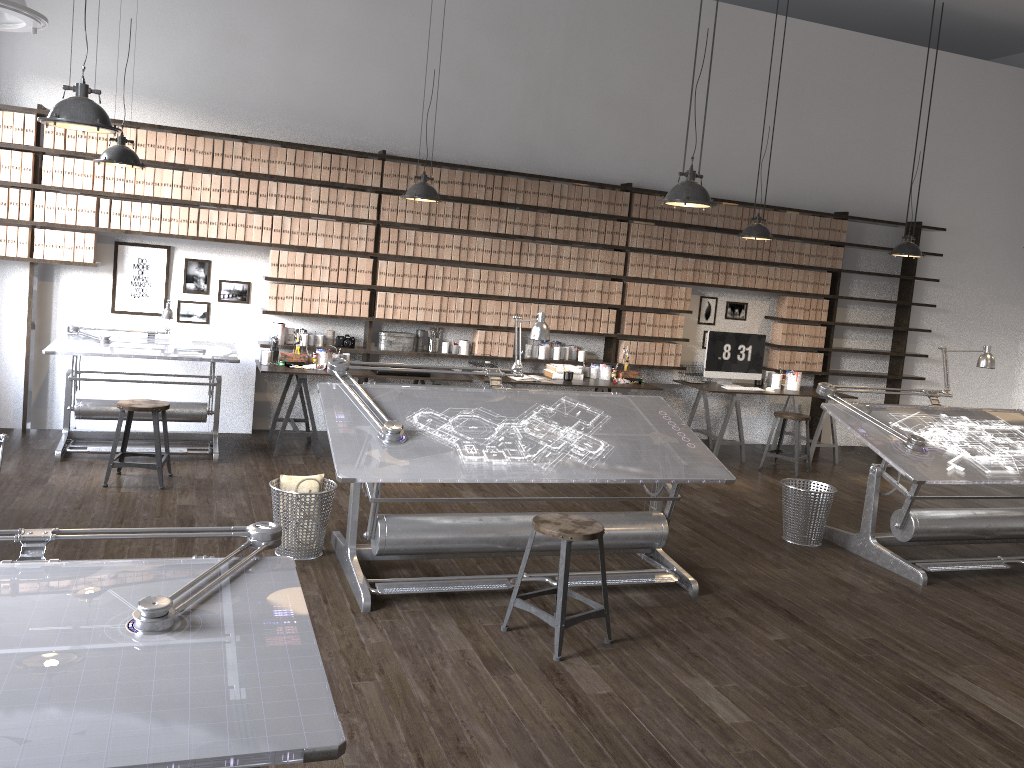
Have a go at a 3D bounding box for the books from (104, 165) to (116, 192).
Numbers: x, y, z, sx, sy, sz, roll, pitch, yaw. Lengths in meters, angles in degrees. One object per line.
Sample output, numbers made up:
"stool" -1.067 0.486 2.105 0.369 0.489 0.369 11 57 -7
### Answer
"books" -3.079 -1.577 6.796 0.066 0.224 0.175 3 6 -20

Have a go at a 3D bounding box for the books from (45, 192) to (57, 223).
"books" -3.469 -1.328 6.681 0.066 0.224 0.175 3 6 -20

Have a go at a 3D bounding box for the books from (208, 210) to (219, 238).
"books" -2.389 -1.274 7.076 0.066 0.224 0.175 4 6 -20

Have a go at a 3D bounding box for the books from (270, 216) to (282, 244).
"books" -1.928 -1.260 7.241 0.066 0.224 0.175 4 6 -20

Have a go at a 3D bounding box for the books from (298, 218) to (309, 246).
"books" -1.731 -1.253 7.319 0.066 0.224 0.175 3 6 -20

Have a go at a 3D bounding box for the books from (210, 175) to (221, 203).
"books" -2.360 -1.545 7.052 0.066 0.224 0.175 3 6 -20

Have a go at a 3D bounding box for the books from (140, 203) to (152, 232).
"books" -2.852 -1.294 6.907 0.066 0.224 0.175 3 6 -20

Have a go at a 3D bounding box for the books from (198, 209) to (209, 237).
"books" -2.457 -1.277 7.056 0.066 0.224 0.175 4 6 -20

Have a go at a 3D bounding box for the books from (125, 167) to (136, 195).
"books" -2.946 -1.572 6.844 0.066 0.224 0.175 4 6 -20

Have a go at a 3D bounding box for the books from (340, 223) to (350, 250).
"books" -1.413 -1.239 7.436 0.066 0.224 0.175 3 6 -20

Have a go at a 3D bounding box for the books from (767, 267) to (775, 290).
"books" 2.546 -1.065 8.879 0.066 0.224 0.175 4 6 -20

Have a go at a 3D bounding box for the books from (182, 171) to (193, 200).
"books" -2.561 -1.555 6.984 0.066 0.224 0.175 4 6 -20

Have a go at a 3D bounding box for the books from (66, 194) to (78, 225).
"books" -3.338 -1.323 6.731 0.066 0.224 0.175 4 6 -20

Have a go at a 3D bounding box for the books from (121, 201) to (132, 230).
"books" -2.983 -1.300 6.861 0.066 0.224 0.175 4 6 -20

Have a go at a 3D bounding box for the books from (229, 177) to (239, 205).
"books" -2.234 -1.540 7.103 0.066 0.224 0.175 3 6 -20

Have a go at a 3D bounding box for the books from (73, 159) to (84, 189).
"books" -3.280 -1.586 6.720 0.066 0.224 0.175 4 6 -20

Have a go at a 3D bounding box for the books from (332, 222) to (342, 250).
"books" -1.474 -1.241 7.408 0.067 0.225 0.175 4 6 -20

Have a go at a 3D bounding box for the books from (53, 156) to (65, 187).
"books" -3.405 -1.591 6.670 0.066 0.224 0.175 4 6 -20

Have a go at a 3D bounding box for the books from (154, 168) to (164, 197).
"books" -2.753 -1.563 6.914 0.066 0.224 0.175 4 6 -20

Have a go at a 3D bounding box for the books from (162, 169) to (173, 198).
"books" -2.694 -1.560 6.934 0.066 0.224 0.175 4 6 -20

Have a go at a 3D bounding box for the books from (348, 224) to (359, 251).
"books" -1.346 -1.236 7.461 0.066 0.224 0.175 3 6 -20

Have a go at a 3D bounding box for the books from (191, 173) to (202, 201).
"books" -2.496 -1.552 7.010 0.066 0.224 0.175 4 6 -20

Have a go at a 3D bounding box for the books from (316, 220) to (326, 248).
"books" -1.597 -1.246 7.366 0.066 0.224 0.175 3 6 -20

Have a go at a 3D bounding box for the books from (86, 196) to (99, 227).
"books" -3.207 -1.316 6.773 0.067 0.225 0.175 3 6 -20

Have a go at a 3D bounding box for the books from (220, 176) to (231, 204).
"books" -2.292 -1.542 7.077 0.067 0.225 0.175 4 6 -20

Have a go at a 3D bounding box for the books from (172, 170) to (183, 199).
"books" -2.625 -1.557 6.957 0.067 0.225 0.175 3 6 -20

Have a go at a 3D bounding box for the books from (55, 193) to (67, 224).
"books" -3.404 -1.326 6.708 0.066 0.224 0.175 4 6 -20

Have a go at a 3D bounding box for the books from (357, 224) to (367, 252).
"books" -1.279 -1.233 7.481 0.066 0.224 0.175 4 6 -20

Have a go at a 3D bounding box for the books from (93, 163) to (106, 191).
"books" -3.148 -1.580 6.765 0.067 0.225 0.175 4 6 -20

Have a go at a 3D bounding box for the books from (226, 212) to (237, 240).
"books" -2.257 -1.269 7.128 0.066 0.224 0.175 3 6 -20

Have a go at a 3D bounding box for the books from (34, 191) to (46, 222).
"books" -3.535 -1.330 6.653 0.066 0.224 0.175 3 6 -20

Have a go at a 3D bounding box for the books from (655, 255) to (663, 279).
"books" 1.363 -1.117 8.454 0.066 0.224 0.175 4 6 -20

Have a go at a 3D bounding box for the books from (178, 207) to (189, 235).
"books" -2.597 -1.283 7.004 0.066 0.224 0.175 4 6 -20

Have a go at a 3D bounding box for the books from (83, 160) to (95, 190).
"books" -3.219 -1.583 6.745 0.066 0.224 0.175 3 6 -20

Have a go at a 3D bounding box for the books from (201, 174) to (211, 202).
"books" -2.429 -1.549 7.031 0.066 0.224 0.175 3 6 -20

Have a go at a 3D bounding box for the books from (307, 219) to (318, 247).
"books" -1.664 -1.249 7.339 0.067 0.225 0.175 4 6 -20

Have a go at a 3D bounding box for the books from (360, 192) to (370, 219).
"books" -1.253 -1.497 7.461 0.066 0.224 0.175 4 6 -20

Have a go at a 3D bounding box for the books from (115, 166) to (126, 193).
"books" -3.011 -1.574 6.816 0.066 0.224 0.175 3 6 -20

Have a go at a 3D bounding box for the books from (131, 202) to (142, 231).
"books" -2.919 -1.298 6.887 0.066 0.224 0.175 4 6 -20

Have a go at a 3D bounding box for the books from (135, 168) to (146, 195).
"books" -2.879 -1.569 6.869 0.066 0.224 0.175 4 6 -20

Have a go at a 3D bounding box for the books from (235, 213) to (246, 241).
"books" -2.192 -1.265 7.146 0.067 0.225 0.175 4 6 -20

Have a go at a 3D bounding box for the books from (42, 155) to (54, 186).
"books" -3.474 -1.594 6.648 0.066 0.224 0.175 4 6 -20

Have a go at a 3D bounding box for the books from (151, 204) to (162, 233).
"books" -2.783 -1.291 6.929 0.066 0.224 0.175 3 6 -20

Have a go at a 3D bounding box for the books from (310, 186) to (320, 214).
"books" -1.639 -1.514 7.320 0.066 0.224 0.175 3 6 -20

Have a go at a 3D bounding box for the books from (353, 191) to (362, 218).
"books" -1.312 -1.500 7.441 0.066 0.224 0.175 4 6 -20

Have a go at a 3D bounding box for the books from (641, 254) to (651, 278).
"books" 1.232 -1.122 8.398 0.066 0.224 0.175 3 6 -20

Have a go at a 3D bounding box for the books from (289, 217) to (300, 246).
"books" -1.797 -1.256 7.297 0.066 0.224 0.175 3 6 -20

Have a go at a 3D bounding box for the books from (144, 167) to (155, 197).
"books" -2.814 -1.565 6.886 0.067 0.225 0.175 3 6 -20

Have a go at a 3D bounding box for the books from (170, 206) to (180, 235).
"books" -2.657 -1.286 6.980 0.066 0.224 0.175 3 6 -20

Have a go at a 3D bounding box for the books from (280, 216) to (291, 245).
"books" -1.861 -1.258 7.269 0.066 0.224 0.175 4 6 -20

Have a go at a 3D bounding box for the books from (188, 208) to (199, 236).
"books" -2.525 -1.280 7.025 0.067 0.225 0.175 3 6 -20

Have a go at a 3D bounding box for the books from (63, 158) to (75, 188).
"books" -3.337 -1.588 6.694 0.067 0.225 0.175 3 6 -20

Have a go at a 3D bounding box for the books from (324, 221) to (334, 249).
"books" -1.538 -1.244 7.389 0.066 0.224 0.175 3 6 -20

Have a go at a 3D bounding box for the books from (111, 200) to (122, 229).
"books" -3.048 -1.303 6.834 0.067 0.225 0.175 3 6 -20

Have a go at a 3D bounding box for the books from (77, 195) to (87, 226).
"books" -3.268 -1.320 6.755 0.066 0.224 0.175 4 6 -20

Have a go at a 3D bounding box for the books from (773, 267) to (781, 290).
"books" 2.613 -1.062 8.908 0.066 0.224 0.175 4 6 -20

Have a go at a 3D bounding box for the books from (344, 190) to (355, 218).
"books" -1.373 -1.502 7.414 0.067 0.225 0.175 3 6 -20

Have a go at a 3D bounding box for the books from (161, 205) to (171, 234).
"books" -2.715 -1.288 6.954 0.067 0.225 0.175 4 6 -20

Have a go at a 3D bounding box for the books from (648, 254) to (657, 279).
"books" 1.299 -1.119 8.426 0.066 0.224 0.175 3 6 -20
